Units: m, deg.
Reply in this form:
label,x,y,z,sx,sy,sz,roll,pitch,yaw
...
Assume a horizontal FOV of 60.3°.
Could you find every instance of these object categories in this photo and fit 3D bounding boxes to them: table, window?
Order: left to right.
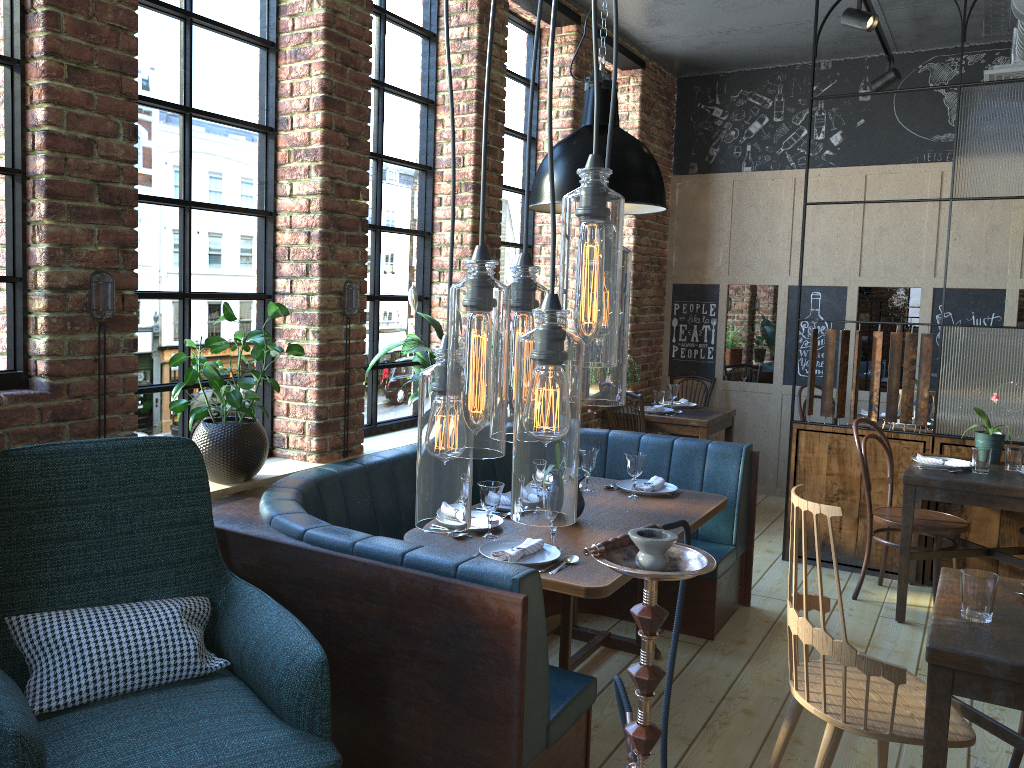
label,x,y,z,sx,sy,sz,roll,pitch,yaw
window,-0.501,-0.742,2.477,3.414,2.425,8.610,1,6,-6
table,0.241,0.852,3.514,0.858,0.659,1.478,5,6,29
table,1.125,0.547,6.373,0.783,0.725,0.720,5,6,30
table,2.735,0.621,6.041,0.783,0.725,0.720,5,6,30
table,2.346,0.788,4.324,0.783,0.725,0.720,5,6,30
table,1.479,0.982,2.240,0.783,0.725,0.720,5,6,30

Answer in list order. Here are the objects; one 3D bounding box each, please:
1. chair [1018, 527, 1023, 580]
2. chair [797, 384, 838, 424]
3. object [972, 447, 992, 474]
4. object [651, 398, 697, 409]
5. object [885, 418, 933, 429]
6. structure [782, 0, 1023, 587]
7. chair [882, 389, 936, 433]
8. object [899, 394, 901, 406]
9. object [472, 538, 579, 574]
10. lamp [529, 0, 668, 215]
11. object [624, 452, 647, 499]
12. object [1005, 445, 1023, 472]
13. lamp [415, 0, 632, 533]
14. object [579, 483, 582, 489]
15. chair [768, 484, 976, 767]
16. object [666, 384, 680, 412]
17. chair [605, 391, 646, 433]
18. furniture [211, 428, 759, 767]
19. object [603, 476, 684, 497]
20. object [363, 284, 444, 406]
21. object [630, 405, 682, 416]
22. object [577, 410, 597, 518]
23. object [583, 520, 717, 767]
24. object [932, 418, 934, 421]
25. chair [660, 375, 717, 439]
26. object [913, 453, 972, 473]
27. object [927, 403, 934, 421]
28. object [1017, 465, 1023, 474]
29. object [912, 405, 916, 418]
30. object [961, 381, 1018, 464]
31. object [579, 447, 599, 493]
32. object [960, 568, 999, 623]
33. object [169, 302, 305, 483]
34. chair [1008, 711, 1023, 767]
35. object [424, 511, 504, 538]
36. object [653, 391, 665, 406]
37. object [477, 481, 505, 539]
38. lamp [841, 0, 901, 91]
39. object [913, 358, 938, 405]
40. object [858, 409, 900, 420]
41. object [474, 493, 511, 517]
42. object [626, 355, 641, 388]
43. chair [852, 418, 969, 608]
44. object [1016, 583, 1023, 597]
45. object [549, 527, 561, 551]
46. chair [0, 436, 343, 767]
label,x,y,z,sx,sy,sz,roll,pitch,yaw
chair,2.699,0.719,4.125,0.569,0.919,0.424,4,5,22
chair,2.332,0.483,6.332,0.421,0.919,0.572,-1,6,-29
object,2.259,0.369,4.243,0.084,0.119,0.084,2,5,-1
object,1.214,0.141,6.547,0.339,0.051,0.258,5,7,33
object,2.634,0.251,5.819,0.339,0.051,0.258,5,7,33
structure,4.082,-0.177,1.491,6.177,3.320,5.723,3,6,13
chair,2.538,0.520,5.663,0.551,1.004,0.439,3,5,17
object,2.710,0.154,6.093,0.099,0.191,0.098,2,5,0
object,0.041,0.552,2.909,0.339,0.051,0.258,5,7,33
lamp,0.345,-1.325,3.312,0.505,1.324,0.555,-3,6,-43
object,0.533,0.398,3.833,0.094,0.191,0.102,-1,6,-31
object,2.467,0.365,4.332,0.084,0.119,0.084,2,5,-1
lamp,0.142,-0.838,1.023,0.276,2.115,0.526,-1,6,-36
object,0.171,0.449,3.948,0.282,0.051,0.311,5,7,33
chair,0.977,0.811,2.463,0.453,1.004,0.535,2,5,1
object,1.135,0.100,6.234,0.099,0.191,0.098,2,5,0
chair,0.876,0.481,5.994,0.498,0.913,0.425,-2,6,-40
furniture,0.005,0.750,3.660,1.424,0.820,2.507,5,7,29
object,0.593,0.456,3.983,0.339,0.051,0.258,5,7,33
object,-0.367,-0.118,4.296,0.634,0.750,0.704,4,6,28
object,1.012,0.174,6.176,0.339,0.051,0.258,5,7,33
object,0.213,0.315,3.410,0.208,0.430,0.143,-2,6,-41
object,0.195,0.551,1.275,0.175,0.702,0.252,4,5,20
object,2.996,0.245,5.967,0.282,0.051,0.311,5,7,33
chair,1.345,0.401,6.886,0.420,0.913,0.503,4,5,24
object,2.147,0.386,4.390,0.282,0.051,0.311,5,7,33
object,2.889,0.194,6.105,0.087,0.119,0.082,3,5,19
object,2.561,0.418,4.188,0.282,0.051,0.311,5,7,33
object,2.747,0.205,5.957,0.087,0.119,0.082,3,5,19
object,2.443,0.193,4.517,0.203,0.426,0.147,2,5,2
object,0.336,0.384,3.921,0.094,0.191,0.102,-1,6,-31
object,1.200,0.546,2.271,0.087,0.119,0.082,3,5,19
object,-1.026,0.021,3.284,0.490,0.662,0.404,-2,6,-36
chair,1.810,0.847,2.666,0.525,0.919,0.459,-2,6,-38
object,-0.175,0.508,3.293,0.282,0.051,0.311,5,7,33
object,1.075,0.112,6.462,0.080,0.119,0.088,-3,7,-43
object,-0.079,0.452,3.162,0.094,0.191,0.102,-1,6,-31
lamp,3.638,-1.568,1.354,6.534,0.273,6.936,5,7,29
object,2.908,0.023,6.252,0.227,0.430,0.131,4,5,26
object,2.590,0.210,6.212,0.281,0.051,0.312,5,7,28
object,-0.005,0.480,3.605,0.282,0.051,0.311,5,7,33
object,0.650,-0.100,6.291,0.520,0.369,0.582,5,6,29
chair,2.028,0.662,4.517,0.418,0.919,0.576,-3,7,-43
object,1.583,0.575,2.421,0.339,0.051,0.258,5,7,33
object,0.142,0.473,3.019,0.094,0.191,0.102,-1,6,-31
chair,-0.912,0.743,2.167,0.773,1.095,1.079,-2,6,-36
